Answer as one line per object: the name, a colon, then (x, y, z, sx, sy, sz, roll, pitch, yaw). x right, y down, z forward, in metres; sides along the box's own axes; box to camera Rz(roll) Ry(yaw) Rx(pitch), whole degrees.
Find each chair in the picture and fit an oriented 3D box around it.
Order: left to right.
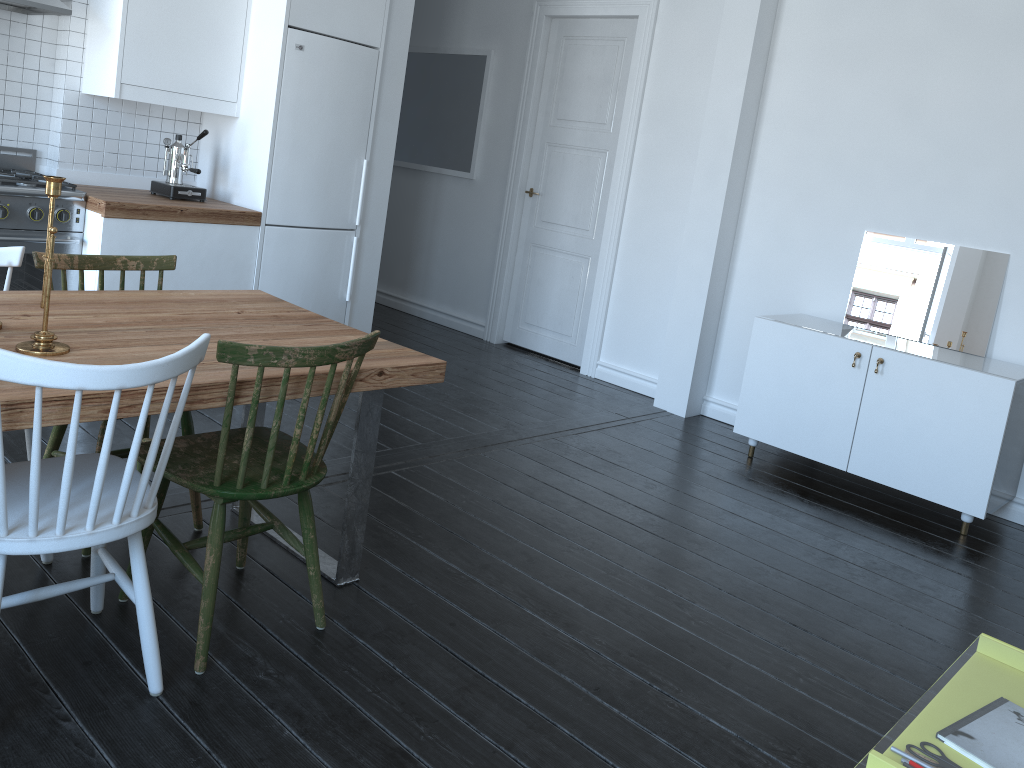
chair: (-1.577, 0.052, 2.442, 0.518, 0.829, 0.467, 17, 12, 41)
chair: (-0.992, 0.271, 1.922, 0.518, 0.829, 0.467, 17, 12, 41)
chair: (-1.235, 0.024, 2.796, 0.493, 0.814, 0.468, 16, 12, 39)
chair: (-0.696, 0.229, 2.304, 0.493, 0.814, 0.468, 16, 12, 39)

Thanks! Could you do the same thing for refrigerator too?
refrigerator: (-1.259, -0.996, 4.868, 0.692, 1.773, 0.576, 16, 11, 41)

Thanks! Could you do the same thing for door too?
door: (0.387, -1.380, 6.038, 1.059, 2.435, 0.116, 16, 11, 41)

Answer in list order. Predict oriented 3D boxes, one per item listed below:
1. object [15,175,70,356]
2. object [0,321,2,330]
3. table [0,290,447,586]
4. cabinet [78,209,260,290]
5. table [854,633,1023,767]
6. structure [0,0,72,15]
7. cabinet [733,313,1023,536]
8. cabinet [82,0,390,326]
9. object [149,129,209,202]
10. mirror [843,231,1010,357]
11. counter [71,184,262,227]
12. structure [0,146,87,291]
object: (-1.073, -0.275, 2.046, 0.114, 0.404, 0.115, 9, 8, 3)
object: (-1.304, -0.258, 2.168, 0.100, 0.243, 0.102, 5, 9, -25)
table: (-1.355, 0.232, 2.109, 1.036, 0.704, 2.233, 19, 17, 40)
cabinet: (-2.715, -0.419, 3.680, 3.183, 0.800, 0.744, -3, 15, -40)
table: (0.814, 0.913, 1.363, 0.611, 0.392, 1.405, 19, 17, 40)
structure: (-2.261, -2.313, 3.766, 0.537, 1.283, 0.634, 16, 11, 41)
cabinet: (1.783, 0.153, 4.306, 1.222, 0.723, 0.591, 19, 15, 40)
cabinet: (-2.364, -1.188, 3.797, 3.795, 2.331, 0.793, -3, 14, -44)
object: (-1.645, -1.115, 4.450, 0.359, 0.364, 0.206, 18, 13, 41)
mirror: (2.066, -0.469, 4.436, 0.708, 0.494, 0.054, 19, 12, 41)
counter: (-2.612, -0.820, 3.581, 0.861, 0.072, 3.108, 20, 18, 39)
structure: (-2.432, -0.552, 3.968, 0.734, 1.003, 0.701, 17, 13, 40)
